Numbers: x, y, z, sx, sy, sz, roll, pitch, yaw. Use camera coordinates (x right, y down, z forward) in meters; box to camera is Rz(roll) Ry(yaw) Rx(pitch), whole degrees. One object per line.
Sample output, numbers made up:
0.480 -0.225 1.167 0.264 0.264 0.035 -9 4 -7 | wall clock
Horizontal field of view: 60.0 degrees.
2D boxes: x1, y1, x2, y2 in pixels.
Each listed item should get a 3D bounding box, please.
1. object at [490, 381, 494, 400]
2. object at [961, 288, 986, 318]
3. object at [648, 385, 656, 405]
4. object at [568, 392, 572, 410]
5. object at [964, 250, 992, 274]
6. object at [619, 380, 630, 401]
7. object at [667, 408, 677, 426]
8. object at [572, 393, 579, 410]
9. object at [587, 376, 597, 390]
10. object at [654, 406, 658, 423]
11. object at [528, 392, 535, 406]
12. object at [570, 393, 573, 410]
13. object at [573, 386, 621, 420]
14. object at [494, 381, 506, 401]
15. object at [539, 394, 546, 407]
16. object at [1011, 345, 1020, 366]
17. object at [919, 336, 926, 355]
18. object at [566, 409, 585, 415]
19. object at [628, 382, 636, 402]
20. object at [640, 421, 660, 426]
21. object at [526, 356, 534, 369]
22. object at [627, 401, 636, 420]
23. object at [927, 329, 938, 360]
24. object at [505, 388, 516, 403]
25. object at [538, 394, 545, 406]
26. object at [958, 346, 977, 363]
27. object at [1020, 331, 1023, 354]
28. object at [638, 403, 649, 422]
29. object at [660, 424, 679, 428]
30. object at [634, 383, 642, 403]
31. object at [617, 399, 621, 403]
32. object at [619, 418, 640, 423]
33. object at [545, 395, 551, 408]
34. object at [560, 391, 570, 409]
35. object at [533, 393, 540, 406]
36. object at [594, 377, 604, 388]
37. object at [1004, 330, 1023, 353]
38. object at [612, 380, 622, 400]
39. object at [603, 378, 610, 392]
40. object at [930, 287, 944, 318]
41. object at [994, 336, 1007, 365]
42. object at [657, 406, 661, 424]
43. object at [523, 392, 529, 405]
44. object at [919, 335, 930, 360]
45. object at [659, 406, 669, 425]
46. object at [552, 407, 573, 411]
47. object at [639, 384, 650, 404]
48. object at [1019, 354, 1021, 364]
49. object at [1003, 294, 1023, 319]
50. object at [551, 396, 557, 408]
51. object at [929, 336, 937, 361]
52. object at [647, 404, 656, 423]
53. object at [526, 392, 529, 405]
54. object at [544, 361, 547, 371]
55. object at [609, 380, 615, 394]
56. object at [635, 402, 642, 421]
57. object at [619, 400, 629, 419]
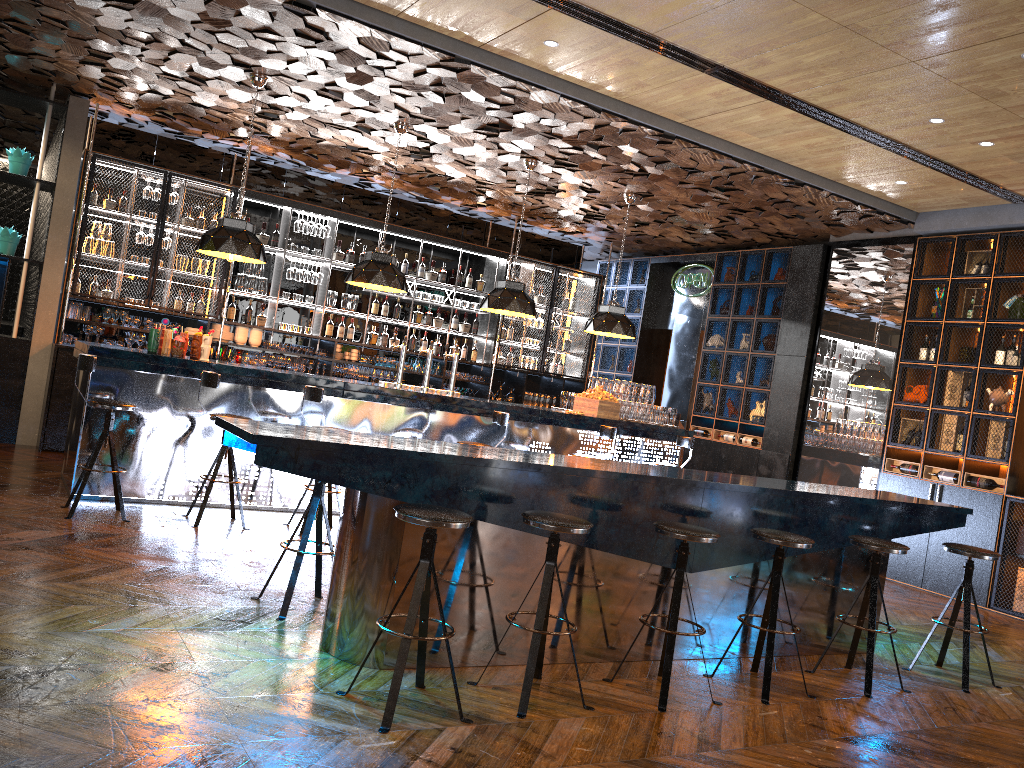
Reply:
-0.314 0.104 11.933 0.186 0.307 0.186 9 0 -25 | object
4.574 -0.759 8.718 0.119 0.352 0.222 9 0 -31 | object
1.512 0.118 9.657 0.105 0.209 0.105 9 0 -6 | object
0.675 0.202 9.915 0.105 0.209 0.105 9 0 -6 | object
4.684 -1.155 8.740 0.152 0.297 0.361 9 0 -32 | object
1.201 0.070 9.455 0.105 0.209 0.105 9 0 -6 | object
1.760 0.370 9.780 0.105 0.209 0.105 9 0 34 | object
0.699 0.205 9.655 0.105 0.209 0.105 9 0 34 | object
0.899 0.024 9.929 0.105 0.209 0.105 9 0 -6 | object
1.638 0.352 9.995 0.105 0.209 0.105 9 0 -6 | object
0.260 0.233 12.136 0.079 0.231 0.079 9 0 -34 | object
0.695 0.205 9.779 0.105 0.209 0.105 9 0 -6 | object
0.920 0.181 9.373 0.340 0.332 0.464 9 0 -27 | object
-0.163 0.125 12.024 0.170 0.313 0.170 9 0 -36 | object
0.414 0.257 12.230 0.079 0.231 0.079 9 0 -4 | object
4.692 -0.249 8.259 0.065 0.237 0.065 9 0 33 | object
4.273 -0.351 9.187 0.086 0.313 0.086 9 0 8 | object
0.647 0.292 9.111 0.198 0.045 0.377 9 0 8 | object
1.277 0.082 9.505 0.105 0.209 0.105 9 0 -6 | object
1.386 0.408 9.694 0.273 0.019 0.437 9 0 -31 | object
0.236 -0.274 12.216 0.105 0.209 0.105 9 0 44 | object
1.270 0.292 9.460 0.105 0.209 0.105 9 0 -6 | object
4.400 -0.371 9.228 0.116 0.392 0.144 9 0 -26 | object
-0.019 0.181 12.047 0.158 0.248 0.158 9 0 -36 | object
0.406 0.256 12.329 0.079 0.231 0.079 9 0 -29 | object
4.498 -0.260 8.697 0.182 0.187 0.187 9 0 4 | object
4.874 -0.297 8.333 0.122 0.390 0.132 9 0 -22 | object
1.418 0.315 9.544 0.105 0.209 0.105 9 0 -6 | object
1.618 0.445 9.849 0.273 0.019 0.437 9 0 -31 | object
1.371 0.097 9.702 0.105 0.209 0.105 9 0 -6 | object
1.135 0.271 9.498 0.105 0.209 0.105 9 0 -6 | object
1.150 0.371 9.543 0.273 0.019 0.437 9 0 -31 | object
0.493 0.269 12.274 0.079 0.231 0.079 9 0 5 | object
0.581 0.187 9.850 0.105 0.209 0.105 9 0 -6 | object
0.330 0.244 12.181 0.079 0.231 0.079 9 0 36 | object
0.965 0.034 9.833 0.105 0.209 0.105 9 0 -6 | object
4.785 -0.311 8.475 0.122 0.390 0.132 9 0 -37 | object
1.135 0.060 9.550 0.105 0.209 0.105 9 0 -6 | object
1.040 0.045 9.884 0.105 0.209 0.105 9 0 -6 | object
4.423 -0.800 9.075 0.222 0.390 0.224 9 0 43 | object
4.634 -0.296 8.400 0.086 0.313 0.086 9 0 13 | object
1.658 0.355 9.859 0.105 0.209 0.105 9 0 -6 | object
0.174 0.219 12.083 0.079 0.231 0.079 9 0 5 | object
4.237 -0.351 9.098 0.088 0.306 0.088 9 0 -22 | object
1.662 0.355 9.735 0.105 0.209 0.105 9 0 34 | object
0.655 0.295 9.769 0.273 0.019 0.437 9 0 -31 | object
1.437 0.107 9.606 0.105 0.209 0.105 9 0 -6 | object
4.777 -0.255 8.257 0.080 0.277 0.080 9 0 -22 | object
4.736 -0.710 8.338 0.229 0.294 0.165 9 0 28 | object
0.580 0.283 12.328 0.079 0.231 0.079 9 0 -34 | object
4.303 -0.341 9.011 0.088 0.306 0.088 9 0 -22 | object
1.506 0.329 9.612 0.105 0.209 0.105 9 0 -6 | object
0.190 0.222 12.197 0.079 0.231 0.079 9 0 39 | object
0.429 -0.244 12.336 0.105 0.209 0.105 9 0 44 | object
1.135 0.060 10.081 0.105 0.209 0.105 9 0 -6 | object
1.371 0.308 9.649 0.105 0.209 0.105 9 0 -6 | object
1.183 0.278 9.392 0.105 0.209 0.105 9 0 -6 | object
